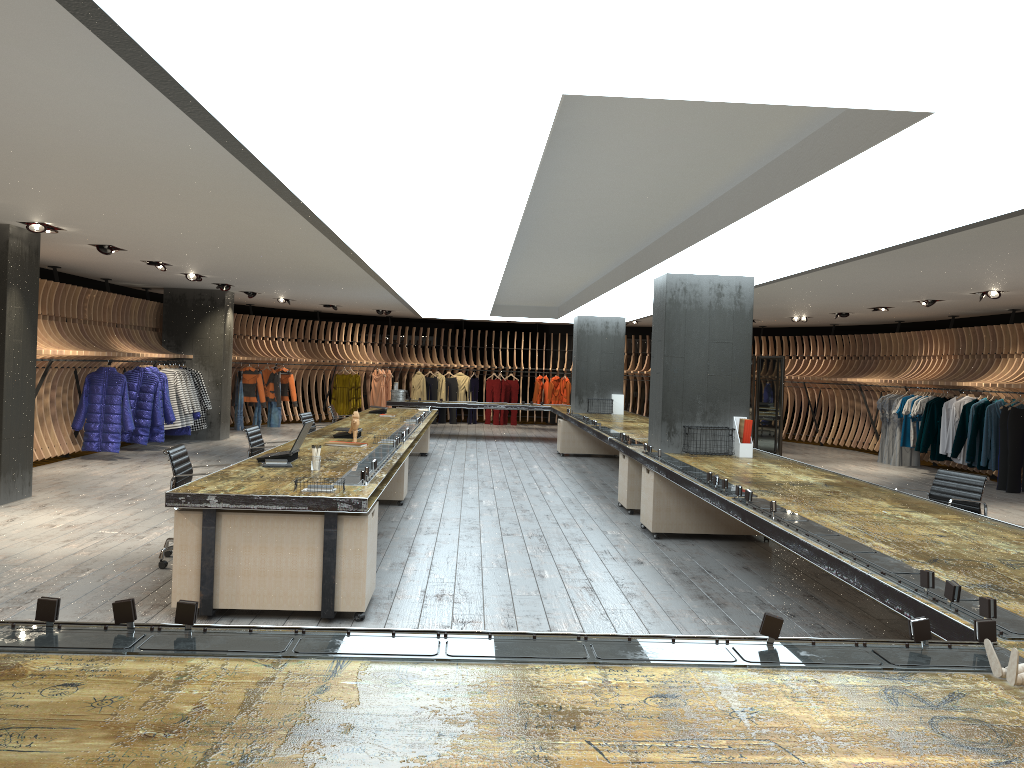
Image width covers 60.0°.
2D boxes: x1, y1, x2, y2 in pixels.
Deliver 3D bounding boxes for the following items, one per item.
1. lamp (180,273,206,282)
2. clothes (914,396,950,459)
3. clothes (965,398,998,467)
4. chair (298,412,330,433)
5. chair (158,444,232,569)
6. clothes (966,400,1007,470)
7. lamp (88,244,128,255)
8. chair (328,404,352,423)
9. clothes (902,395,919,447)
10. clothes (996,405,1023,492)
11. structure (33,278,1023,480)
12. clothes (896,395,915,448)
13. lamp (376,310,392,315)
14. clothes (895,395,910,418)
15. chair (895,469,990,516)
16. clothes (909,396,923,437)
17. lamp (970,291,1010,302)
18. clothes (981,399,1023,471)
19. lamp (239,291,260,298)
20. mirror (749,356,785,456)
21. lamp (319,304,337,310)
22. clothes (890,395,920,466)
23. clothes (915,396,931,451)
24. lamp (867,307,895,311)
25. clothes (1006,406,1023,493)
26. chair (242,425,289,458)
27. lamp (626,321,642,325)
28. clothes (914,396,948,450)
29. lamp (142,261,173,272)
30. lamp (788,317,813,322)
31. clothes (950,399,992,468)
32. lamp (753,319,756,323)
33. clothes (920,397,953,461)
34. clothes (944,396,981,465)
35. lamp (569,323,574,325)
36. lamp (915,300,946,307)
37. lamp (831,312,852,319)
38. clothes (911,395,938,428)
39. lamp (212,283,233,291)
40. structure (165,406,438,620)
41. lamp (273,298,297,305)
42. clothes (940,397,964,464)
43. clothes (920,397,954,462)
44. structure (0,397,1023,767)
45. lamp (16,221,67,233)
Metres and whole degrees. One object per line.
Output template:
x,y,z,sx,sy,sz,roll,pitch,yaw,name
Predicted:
-4.864,-1.706,13.565,0.269,0.286,0.493,2,1,-3,lamp
7.257,0.748,14.957,0.913,1.081,0.238,2,0,-3,clothes
7.332,0.746,13.577,0.715,1.088,0.257,2,0,-7,clothes
-2.432,0.808,11.491,0.667,0.859,0.693,2,1,-6,chair
-2.276,0.906,6.681,0.667,0.859,0.693,2,1,-16,chair
7.330,0.776,13.453,0.913,1.081,0.238,2,0,-3,clothes
-4.724,-1.637,10.379,0.269,0.292,0.493,2,1,-3,lamp
-2.539,0.762,13.700,0.667,0.859,0.693,2,1,-16,chair
7.230,0.663,15.571,0.743,0.931,0.158,2,0,2,clothes
7.347,0.993,12.856,0.539,1.353,0.087,2,0,22,clothes
1.049,0.175,6.176,14.881,2.440,36.560,2,1,-3,structure
7.167,0.673,15.711,0.738,0.971,0.167,2,0,6,clothes
-3.025,-1.777,20.984,0.492,0.297,0.269,1,1,-43,lamp
7.220,0.658,15.811,0.743,0.931,0.158,2,0,22,clothes
3.182,1.098,6.713,0.667,0.859,0.693,2,1,-26,chair
7.264,0.679,15.521,0.743,0.960,0.167,2,0,-9,clothes
6.445,-1.269,11.972,0.269,0.301,0.493,2,1,-3,lamp
7.351,0.755,13.139,0.715,1.088,0.257,2,0,3,clothes
-4.946,-1.767,16.751,0.269,0.292,0.493,2,1,4,lamp
3.926,0.429,15.935,2.112,1.892,0.443,3,0,39,mirror
-4.039,-1.792,19.761,0.269,0.293,0.492,2,1,30,lamp
7.187,0.915,16.162,0.677,1.434,0.204,2,0,-18,clothes
7.229,0.681,15.300,0.742,0.950,0.168,2,0,-19,clothes
6.304,-1.338,15.159,0.269,0.294,0.493,2,1,-3,lamp
7.337,0.997,12.664,0.539,1.353,0.087,2,0,2,clothes
-2.347,0.862,8.847,0.667,0.859,0.693,2,1,-11,chair
2.918,-1.586,21.841,0.493,0.292,0.269,3,1,30,lamp
7.223,0.669,15.113,0.734,0.937,0.164,2,0,1,clothes
-4.794,-1.669,11.972,0.269,0.294,0.493,2,1,-3,lamp
5.953,-1.414,18.320,0.269,0.287,0.493,2,1,-22,lamp
7.308,0.769,13.807,0.913,1.081,0.238,2,0,2,clothes
5.269,-1.463,19.753,0.269,0.292,0.493,2,1,-35,lamp
7.269,0.751,14.835,0.913,1.081,0.238,2,0,-3,clothes
7.263,0.743,14.140,0.733,1.106,0.165,2,0,-3,clothes
1.406,-1.646,22.327,0.493,0.298,0.269,2,1,6,lamp
6.375,-1.309,13.566,0.269,0.286,0.493,2,1,-3,lamp
6.231,-1.373,16.752,0.269,0.291,0.493,2,1,-7,lamp
7.269,0.665,15.380,0.742,0.938,0.162,2,0,-8,clothes
-4.935,-1.736,15.159,0.269,0.292,0.493,2,1,-3,lamp
-1.659,0.865,10.349,1.162,0.844,10.453,2,1,-3,structure
-4.695,-1.786,18.317,0.269,0.296,0.492,2,1,17,lamp
7.311,0.741,14.332,0.733,1.106,0.165,2,0,2,clothes
7.266,0.752,14.748,0.913,1.081,0.238,2,0,2,clothes
0.185,0.933,10.215,4.835,0.844,18.478,2,1,-3,structure
-4.654,-1.602,8.785,0.269,0.296,0.493,2,1,-3,lamp
